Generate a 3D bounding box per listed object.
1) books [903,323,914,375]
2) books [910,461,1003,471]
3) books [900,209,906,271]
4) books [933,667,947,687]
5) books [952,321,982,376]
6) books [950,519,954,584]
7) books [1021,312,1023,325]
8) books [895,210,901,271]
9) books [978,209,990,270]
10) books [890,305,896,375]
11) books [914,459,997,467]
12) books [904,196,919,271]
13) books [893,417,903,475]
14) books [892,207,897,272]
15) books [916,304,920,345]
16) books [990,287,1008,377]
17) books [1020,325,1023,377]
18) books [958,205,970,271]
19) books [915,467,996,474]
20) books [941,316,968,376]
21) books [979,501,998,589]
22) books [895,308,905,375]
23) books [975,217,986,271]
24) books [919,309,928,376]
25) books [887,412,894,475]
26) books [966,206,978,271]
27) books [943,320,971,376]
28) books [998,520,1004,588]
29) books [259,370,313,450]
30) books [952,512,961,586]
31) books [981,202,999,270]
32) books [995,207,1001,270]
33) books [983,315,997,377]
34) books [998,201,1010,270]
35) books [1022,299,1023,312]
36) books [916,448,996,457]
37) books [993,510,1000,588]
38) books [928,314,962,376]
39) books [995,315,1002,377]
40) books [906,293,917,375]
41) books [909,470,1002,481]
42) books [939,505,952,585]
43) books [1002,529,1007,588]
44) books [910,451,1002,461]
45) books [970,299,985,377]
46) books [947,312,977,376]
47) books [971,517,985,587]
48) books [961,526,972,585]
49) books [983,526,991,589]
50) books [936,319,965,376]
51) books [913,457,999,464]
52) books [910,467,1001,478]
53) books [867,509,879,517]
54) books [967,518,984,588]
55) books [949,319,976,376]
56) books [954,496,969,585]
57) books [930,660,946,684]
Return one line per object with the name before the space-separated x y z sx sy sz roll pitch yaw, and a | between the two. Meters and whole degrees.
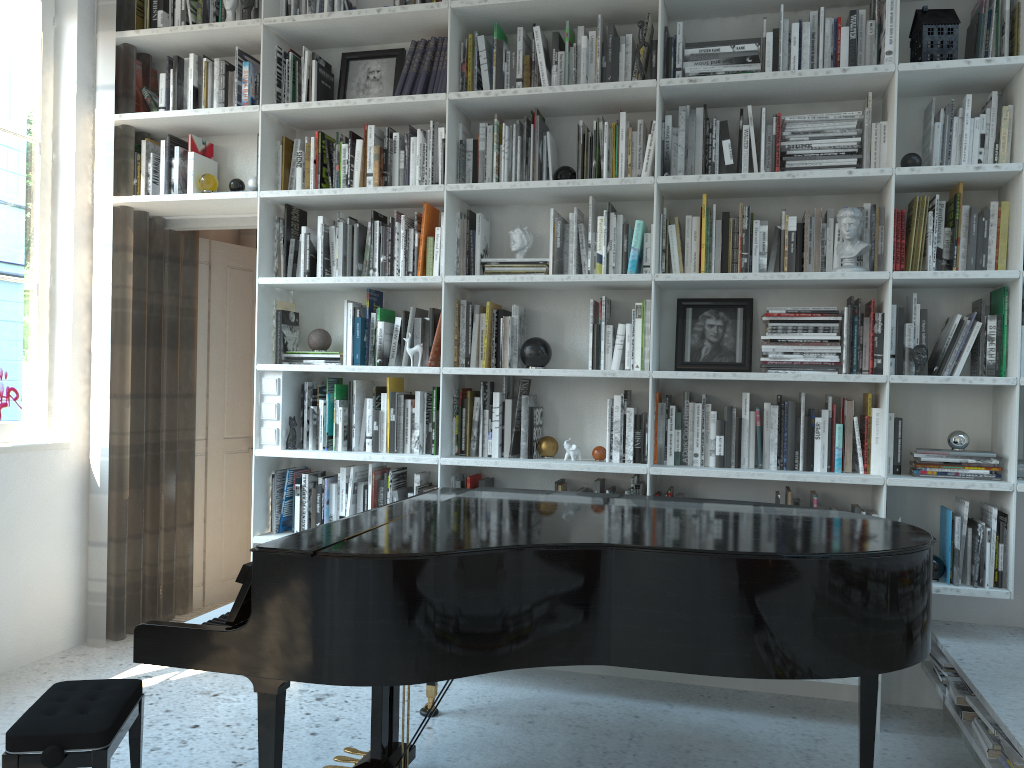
books | 1.471 -0.125 3.319 0.027 0.192 0.182 1 0 15
books | 1.616 0.299 3.242 0.285 0.012 0.159 1 0 18
books | 1.465 -0.520 3.355 0.013 0.247 0.176 1 0 15
books | 1.627 1.061 3.176 0.171 0.016 0.241 1 0 15
books | 1.668 -0.123 3.284 0.091 0.205 0.169 1 0 15
books | 1.582 0.599 3.224 0.012 0.229 0.129 1 0 15
books | 1.858 -0.139 3.247 0.011 0.239 0.136 1 0 15
books | 1.448 -0.519 3.348 0.014 0.244 0.145 1 0 15
books | 1.725 -0.510 3.270 0.028 0.239 0.145 1 0 15
books | 1.426 -0.161 3.355 0.024 0.263 0.154 1 0 15
books | 1.618 0.286 3.246 0.254 0.012 0.161 1 0 20
books | 1.488 -0.542 3.322 0.035 0.293 0.145 1 0 15
books | 1.447 0.232 3.354 0.030 0.210 0.136 1 0 15
books | 1.432 -0.525 3.354 0.015 0.255 0.150 1 0 15
books | 1.510 -0.161 3.334 0.012 0.266 0.157 1 0 15
books | 1.778 -0.184 3.247 0.014 0.325 0.182 1 0 15
books | 1.842 -0.114 3.242 0.015 0.188 0.168 1 0 15
books | 1.654 -0.518 3.286 0.033 0.253 0.174 1 0 15
books | 1.616 0.311 3.244 0.254 0.012 0.161 1 0 21
books | 1.628 -0.135 3.302 0.095 0.226 0.144 1 0 15
books | 1.699 0.573 3.175 0.021 0.285 0.172 1 0 15
books | 1.450 -0.155 3.345 0.028 0.253 0.142 1 0 15
books | 1.695 -0.493 3.258 0.034 0.204 0.181 1 0 15
books | 1.532 -0.151 3.329 0.035 0.248 0.141 1 0 15
books | 1.419 0.222 3.359 0.027 0.229 0.141 1 0 15
books | 1.670 -0.512 3.256 0.027 0.242 0.188 1 0 15
books | 1.637 -0.128 3.295 0.090 0.212 0.143 1 0 15
books | 1.731 0.600 3.174 0.013 0.233 0.149 1 0 15
books | -1.001 0.114 3.939 0.106 0.340 0.307 1 0 15
books | 1.591 0.590 3.204 0.014 0.246 0.176 1 0 15
books | 1.748 -0.523 3.259 0.032 0.266 0.143 1 0 15
books | 1.769 -0.513 3.269 0.019 0.248 0.149 1 0 15
books | 1.734 -0.134 3.250 0.029 0.223 0.171 1 0 15
books | 1.788 -0.523 3.261 0.033 0.268 0.141 1 0 15
books | 1.869 -0.167 3.229 0.018 0.295 0.177 1 0 15
books | 1.616 0.250 3.237 0.254 0.012 0.161 1 0 24
books | 1.722 0.581 3.191 0.015 0.271 0.157 1 0 15
books | 1.590 -0.137 3.286 0.095 0.228 0.190 1 0 15
books | 1.761 -0.135 3.254 0.021 0.226 0.148 1 0 15
books | 1.496 -0.181 3.328 0.013 0.307 0.141 1 1 15
books | 1.615 0.335 3.242 0.285 0.012 0.159 1 0 18
books | 1.571 0.581 3.218 0.005 0.264 0.162 1 0 15
books | 1.746 0.614 3.183 0.012 0.206 0.160 1 0 15
books | 1.618 0.262 3.244 0.285 0.012 0.159 1 0 19
books | 1.719 -0.166 3.275 0.013 0.286 0.138 1 0 15
books | 1.652 -0.142 3.290 0.094 0.238 0.149 1 0 15
books | 1.674 0.602 3.192 0.012 0.225 0.149 1 0 15
books | 1.639 0.613 3.209 0.013 0.202 0.139 1 0 15
books | 1.681 0.609 3.172 0.011 0.212 0.178 1 0 15
books | 1.607 -0.128 3.287 0.089 0.210 0.175 1 0 15
books | 1.614 0.274 3.236 0.254 0.012 0.161 1 0 15
books | 1.617 0.323 3.247 0.285 0.012 0.159 1 0 20
books | 1.353 0.594 3.328 0.025 0.229 0.133 1 0 15
books | 1.652 0.602 3.181 0.026 0.225 0.175 1 0 15
books | 1.658 -0.129 3.298 0.090 0.215 0.139 1 0 15
books | 1.618 0.564 3.216 0.032 0.300 0.149 1 0 15
books | 1.617 1.038 3.179 0.179 0.012 0.261 1 0 18
